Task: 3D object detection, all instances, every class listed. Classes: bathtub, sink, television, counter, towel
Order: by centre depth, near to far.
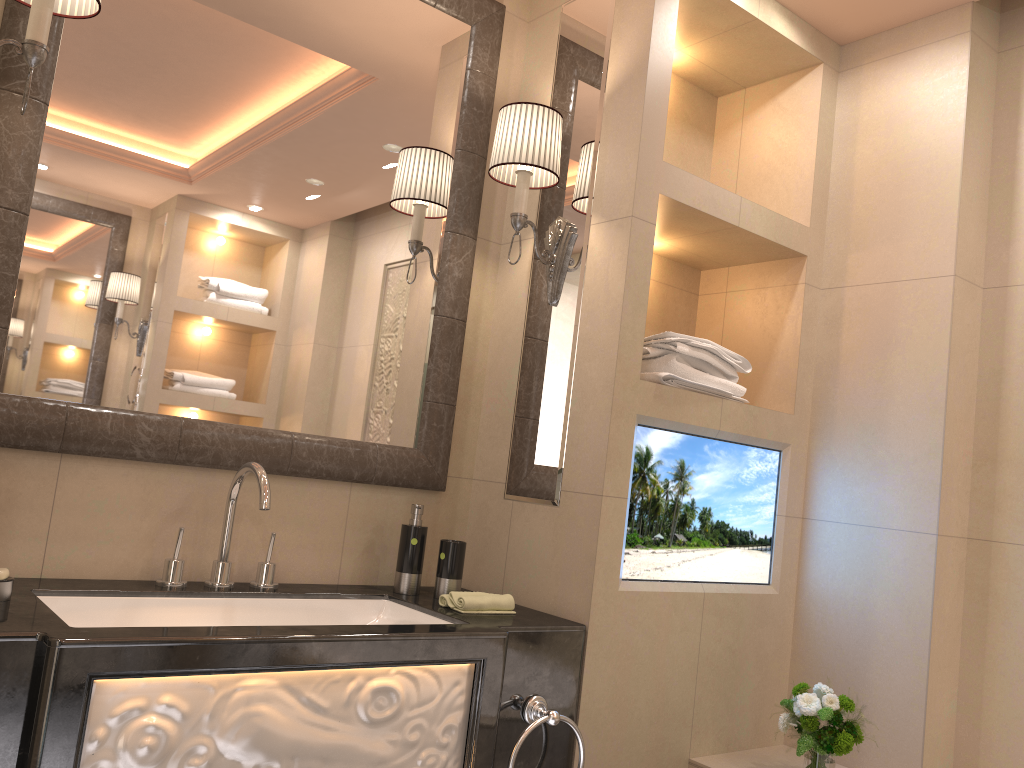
[{"bbox_3d":[1.214,1.152,1.052,1.060,0.540,2.662,11,-8,-37],"label":"bathtub"},{"bbox_3d":[1.401,-0.331,1.199,0.517,0.726,3.195,11,-8,-37],"label":"towel"},{"bbox_3d":[-0.538,0.847,1.654,1.330,0.858,0.543,11,-8,-37],"label":"counter"},{"bbox_3d":[-0.482,0.501,1.671,0.760,0.135,0.349,11,-8,-37],"label":"sink"},{"bbox_3d":[-0.074,0.481,1.963,0.149,0.039,0.096,11,-7,-36],"label":"towel"},{"bbox_3d":[0.479,0.314,2.215,0.564,0.360,0.025,11,-8,-37],"label":"television"}]

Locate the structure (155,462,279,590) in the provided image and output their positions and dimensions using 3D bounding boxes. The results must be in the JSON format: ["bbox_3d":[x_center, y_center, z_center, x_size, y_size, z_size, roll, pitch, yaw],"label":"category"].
[{"bbox_3d":[-0.567,0.296,1.866,0.242,0.268,0.223,5,-6,17],"label":"structure"}]

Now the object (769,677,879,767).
[{"bbox_3d":[0.712,0.796,2.042,0.229,0.252,0.197,6,-6,4],"label":"object"}]

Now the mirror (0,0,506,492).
[{"bbox_3d":[-0.533,-0.464,1.997,1.131,1.321,0.041,11,-8,-37],"label":"mirror"}]

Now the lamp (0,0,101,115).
[{"bbox_3d":[-0.818,-0.602,1.481,0.223,0.444,0.174,11,-8,-37],"label":"lamp"}]

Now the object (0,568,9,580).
[{"bbox_3d":[-0.872,0.313,1.459,0.077,0.022,0.051,9,-6,-18],"label":"object"}]

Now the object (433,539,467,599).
[{"bbox_3d":[-0.146,0.436,2.084,0.063,0.134,0.063,7,-6,-5],"label":"object"}]

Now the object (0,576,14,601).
[{"bbox_3d":[-0.892,0.331,1.453,0.133,0.035,0.080,9,-6,-19],"label":"object"}]

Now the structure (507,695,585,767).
[{"bbox_3d":[0.058,0.752,1.790,0.203,0.226,0.074,11,-8,-37],"label":"structure"}]

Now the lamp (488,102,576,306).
[{"bbox_3d":[0.040,-0.430,2.149,0.223,0.444,0.174,11,-8,-37],"label":"lamp"}]

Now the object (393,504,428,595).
[{"bbox_3d":[-0.237,0.390,2.101,0.063,0.208,0.063,3,-7,33],"label":"object"}]
